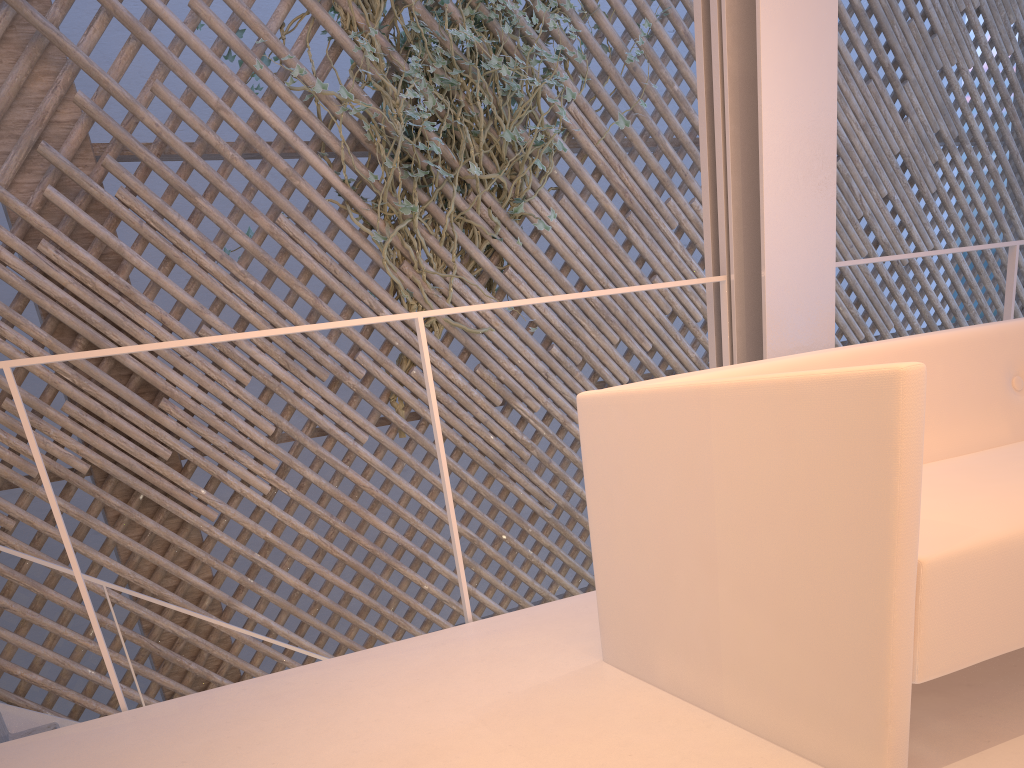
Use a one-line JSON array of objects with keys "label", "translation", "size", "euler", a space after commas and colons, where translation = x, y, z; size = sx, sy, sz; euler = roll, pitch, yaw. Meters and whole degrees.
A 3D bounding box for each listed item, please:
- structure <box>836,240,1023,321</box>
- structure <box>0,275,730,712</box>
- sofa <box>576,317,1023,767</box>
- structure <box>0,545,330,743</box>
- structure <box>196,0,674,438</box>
[{"label": "structure", "translation": [1.317, -0.040, 1.863], "size": [1.657, 0.618, 0.025], "euler": [-9, 19, -20]}, {"label": "structure", "translation": [-0.358, 0.221, 1.251], "size": [1.659, 0.618, 0.025], "euler": [-9, 19, -20]}, {"label": "sofa", "translation": [0.646, 0.119, 1.025], "size": [0.960, 0.405, 0.472], "euler": [-10, 9, -21]}, {"label": "structure", "translation": [-0.683, 0.996, 2.123], "size": [1.890, 2.142, 1.112], "euler": [-14, 16, -27]}, {"label": "structure", "translation": [0.026, -1.301, 2.602], "size": [2.266, 2.972, 0.690], "euler": [-14, 19, -27]}]
